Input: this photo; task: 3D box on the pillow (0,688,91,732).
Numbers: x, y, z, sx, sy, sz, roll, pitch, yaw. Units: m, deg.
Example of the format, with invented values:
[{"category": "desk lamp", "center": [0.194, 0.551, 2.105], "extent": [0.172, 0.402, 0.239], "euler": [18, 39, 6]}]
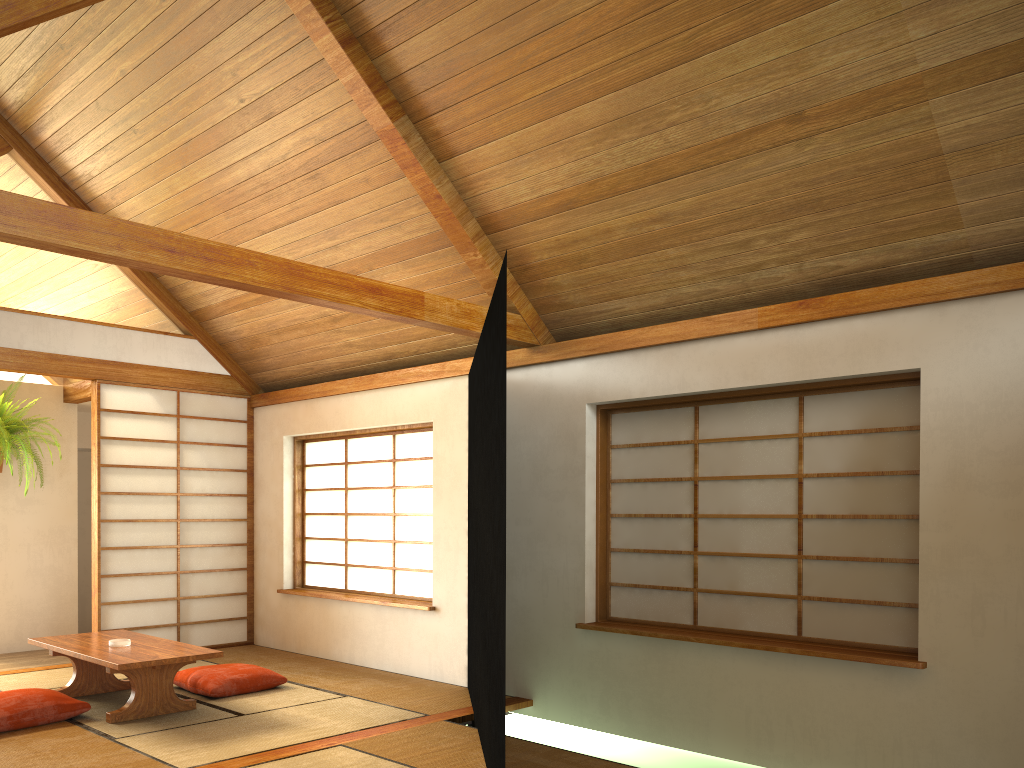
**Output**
[{"category": "pillow", "center": [-2.591, 1.689, 4.595], "extent": [0.603, 0.148, 0.522], "euler": [-6, -10, 37]}]

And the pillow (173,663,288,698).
[{"category": "pillow", "center": [-1.780, 1.821, 5.431], "extent": [0.604, 0.131, 0.521], "euler": [-7, -11, 42]}]

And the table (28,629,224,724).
[{"category": "table", "center": [-2.214, 1.644, 4.956], "extent": [1.293, 0.335, 0.562], "euler": [-7, -9, 43]}]

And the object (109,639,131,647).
[{"category": "object", "center": [-2.207, 1.457, 4.928], "extent": [0.124, 0.030, 0.115], "euler": [-2, -8, 17]}]

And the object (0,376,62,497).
[{"category": "object", "center": [-4.121, 0.462, 7.001], "extent": [1.130, 1.124, 1.196], "euler": [-3, -5, 37]}]
